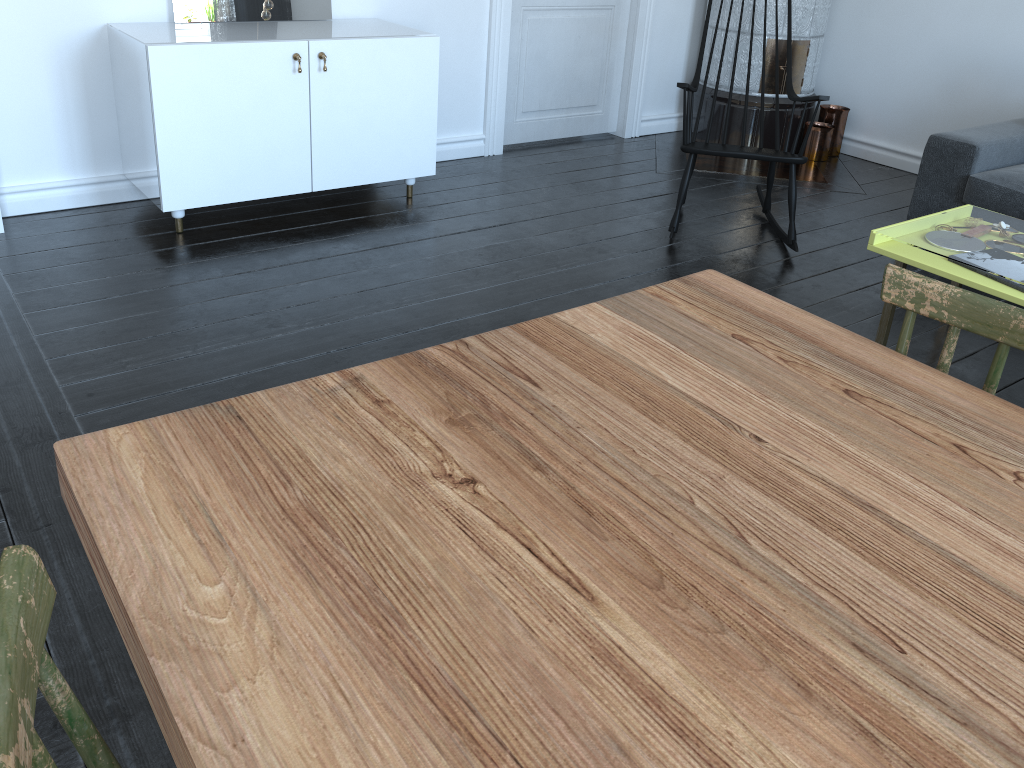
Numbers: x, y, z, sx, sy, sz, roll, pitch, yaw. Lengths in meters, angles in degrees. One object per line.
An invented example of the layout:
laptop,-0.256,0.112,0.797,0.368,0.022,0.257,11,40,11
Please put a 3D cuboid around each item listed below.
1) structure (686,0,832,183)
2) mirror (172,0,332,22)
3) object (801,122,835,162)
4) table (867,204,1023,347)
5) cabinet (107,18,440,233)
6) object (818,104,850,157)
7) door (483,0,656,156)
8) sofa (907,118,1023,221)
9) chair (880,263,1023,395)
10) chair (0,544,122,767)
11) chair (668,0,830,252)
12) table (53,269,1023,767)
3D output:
structure,1.531,-2.692,4.790,0.779,2.765,1.325,7,25,6
mirror,-1.089,-1.786,3.696,0.706,0.481,0.055,-16,31,-35
object,1.797,-1.430,5.195,0.178,0.191,0.175,25,33,37
table,1.767,-0.079,2.496,0.608,0.382,1.447,-15,34,-33
cabinet,-0.961,-1.121,3.732,1.217,0.703,0.609,-16,33,-34
object,1.919,-1.528,5.311,0.178,0.269,0.178,-15,31,-34
door,0.366,-2.489,4.683,1.185,2.368,0.119,-15,30,-35
sofa,2.877,-0.584,3.247,1.099,0.692,2.451,-15,34,-33
chair,0.506,0.336,1.141,0.493,0.791,0.482,-15,31,-35
chair,-0.092,0.523,0.719,0.493,0.792,0.482,-15,31,-35
chair,1.007,-1.197,3.858,0.613,0.961,0.946,7,26,6
table,0.568,0.727,0.535,1.032,0.686,2.300,-15,34,-33
